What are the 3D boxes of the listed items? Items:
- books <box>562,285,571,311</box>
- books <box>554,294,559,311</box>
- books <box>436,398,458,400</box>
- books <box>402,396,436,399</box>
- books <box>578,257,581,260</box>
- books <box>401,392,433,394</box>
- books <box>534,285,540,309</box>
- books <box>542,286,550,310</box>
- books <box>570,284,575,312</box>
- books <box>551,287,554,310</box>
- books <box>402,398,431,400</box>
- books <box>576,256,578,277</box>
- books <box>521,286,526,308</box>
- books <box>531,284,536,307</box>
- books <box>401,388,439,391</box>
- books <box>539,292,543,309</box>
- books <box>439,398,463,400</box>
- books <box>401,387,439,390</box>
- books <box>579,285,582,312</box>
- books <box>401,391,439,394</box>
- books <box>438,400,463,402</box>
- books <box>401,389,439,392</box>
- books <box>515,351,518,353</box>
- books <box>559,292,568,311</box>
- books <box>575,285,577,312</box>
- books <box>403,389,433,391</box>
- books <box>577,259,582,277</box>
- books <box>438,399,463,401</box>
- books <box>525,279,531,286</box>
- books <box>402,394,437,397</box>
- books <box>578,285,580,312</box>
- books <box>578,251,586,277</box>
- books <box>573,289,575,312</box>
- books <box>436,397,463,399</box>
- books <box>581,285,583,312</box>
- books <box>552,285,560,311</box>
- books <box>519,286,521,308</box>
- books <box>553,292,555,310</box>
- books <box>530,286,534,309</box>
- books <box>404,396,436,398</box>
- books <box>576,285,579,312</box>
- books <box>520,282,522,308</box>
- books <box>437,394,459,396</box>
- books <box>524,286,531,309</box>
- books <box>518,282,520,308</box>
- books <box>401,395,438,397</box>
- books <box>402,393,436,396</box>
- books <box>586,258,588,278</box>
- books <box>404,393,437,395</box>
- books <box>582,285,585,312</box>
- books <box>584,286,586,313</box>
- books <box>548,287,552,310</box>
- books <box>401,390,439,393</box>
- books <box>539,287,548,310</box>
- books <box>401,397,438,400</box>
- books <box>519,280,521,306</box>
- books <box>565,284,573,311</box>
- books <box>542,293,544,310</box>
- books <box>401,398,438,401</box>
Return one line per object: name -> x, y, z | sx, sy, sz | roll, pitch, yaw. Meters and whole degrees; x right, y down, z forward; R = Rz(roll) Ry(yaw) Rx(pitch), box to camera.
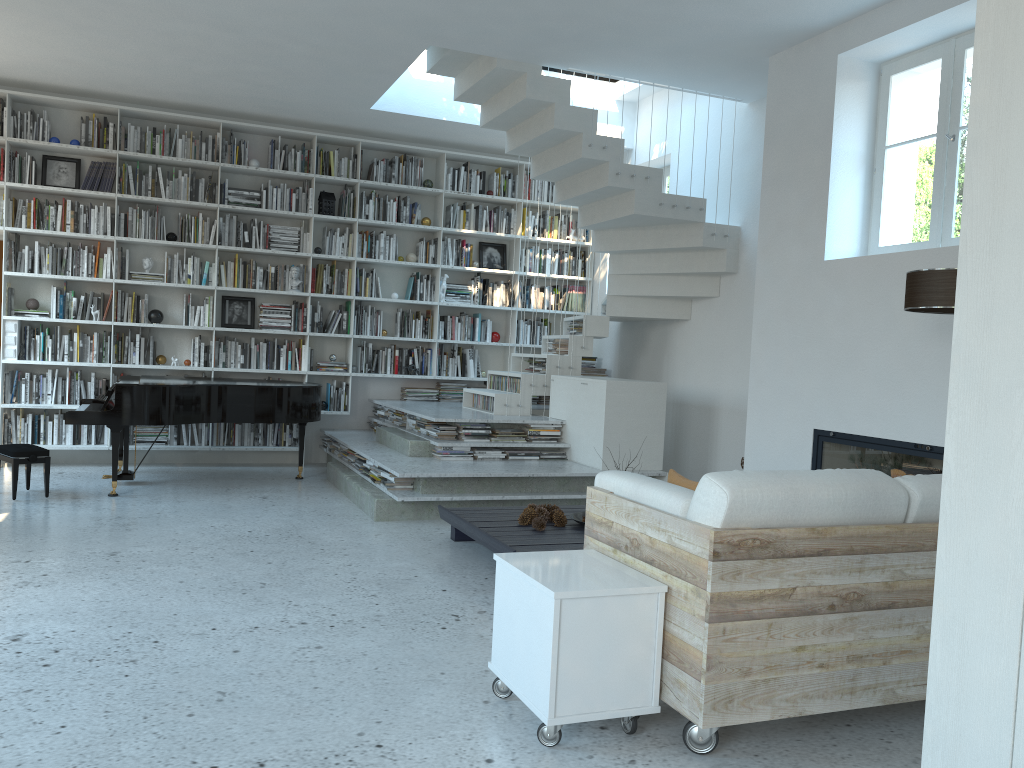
books -> 0.558, -0.914, 9.486 | 0.072, 0.292, 0.169 | 2, 3, -22
books -> 0.447, -0.863, 9.427 | 0.024, 0.181, 0.190 | 2, 3, -22
books -> -0.633, 0.156, 9.100 | 0.254, 0.007, 0.160 | 2, 2, -22
books -> -0.940, 0.136, 8.966 | 0.308, 0.008, 0.195 | 2, 2, -18
books -> 0.703, -1.249, 9.554 | 0.024, 0.230, 0.130 | 2, 3, -22
books -> -0.935, 0.091, 8.968 | 0.346, 0.007, 0.193 | 2, 2, -25
books -> 0.244, -0.911, 9.353 | 0.056, 0.261, 0.176 | 2, 3, -22
books -> 0.346, -0.907, 9.411 | 0.029, 0.259, 0.171 | 2, 3, -22
books -> 0.621, -0.914, 9.496 | 0.018, 0.293, 0.169 | 2, 3, -22
books -> 0.399, -0.900, 9.445 | 0.025, 0.249, 0.133 | 2, 3, -22
books -> -0.941, 0.151, 8.967 | 0.308, 0.008, 0.195 | 2, 2, -26
books -> 0.667, -1.276, 9.518 | 0.013, 0.283, 0.149 | 2, 3, -22
books -> 0.099, -0.905, 9.328 | 0.066, 0.237, 0.144 | 2, 3, -22
books -> 0.203, -0.915, 9.350 | 0.022, 0.265, 0.157 | 2, 3, -22
books -> -0.934, 0.053, 8.969 | 0.346, 0.007, 0.193 | 2, 2, -24
books -> 0.278, -0.874, 9.370 | 0.023, 0.189, 0.169 | 2, 3, -22
books -> -0.632, 0.149, 9.097 | 0.254, 0.007, 0.160 | 2, 2, -21
books -> -0.934, 0.046, 8.968 | 0.346, 0.007, 0.193 | 2, 2, -20
books -> 0.702, -0.911, 9.538 | 0.018, 0.293, 0.169 | 2, 3, -22
books -> -0.936, 0.083, 8.970 | 0.346, 0.007, 0.193 | 2, 2, -20
books -> -0.634, 0.169, 9.101 | 0.285, 0.007, 0.159 | 2, 2, -22
books -> -0.935, 0.068, 8.969 | 0.346, 0.007, 0.193 | 2, 2, -20
books -> 0.020, -0.200, 9.252 | 0.011, 0.293, 0.144 | 2, 3, -22
books -> 0.519, -0.876, 9.472 | 0.088, 0.217, 0.167 | 2, 3, -22
books -> 0.649, -0.913, 9.523 | 0.018, 0.293, 0.169 | 2, 3, -22
books -> -0.934, 0.061, 8.969 | 0.308, 0.008, 0.195 | 2, 2, -20
books -> 0.690, -1.230, 9.513 | 0.029, 0.195, 0.192 | 2, 3, -22
books -> -0.630, 0.163, 9.092 | 0.254, 0.007, 0.160 | 2, 2, -18
books -> 0.161, -0.945, 9.340 | 0.012, 0.322, 0.141 | 2, 3, -22
books -> -0.937, 0.113, 8.963 | 0.308, 0.008, 0.195 | 2, 2, -27
books -> 0.683, -0.912, 9.536 | 0.018, 0.293, 0.169 | 2, 3, -22
books -> 0.742, -1.277, 9.535 | 0.042, 0.292, 0.186 | 2, 3, -22
books -> 0.632, -0.914, 9.516 | 0.018, 0.293, 0.169 | 2, 3, -22
books -> -0.629, 0.142, 9.091 | 0.285, 0.007, 0.159 | 2, 2, -26
books -> 0.717, -0.911, 9.550 | 0.018, 0.293, 0.169 | 2, 3, -22
books -> 0.463, -0.912, 9.459 | 0.026, 0.278, 0.169 | 2, 3, -22
books -> 0.058, -0.907, 9.301 | 0.010, 0.239, 0.147 | 2, 3, -22
books -> 0.415, -0.879, 9.456 | 0.014, 0.207, 0.138 | 2, 3, -22
books -> 0.185, -0.905, 9.331 | 0.026, 0.246, 0.180 | 2, 3, -22
books -> -0.942, 0.128, 8.970 | 0.308, 0.008, 0.195 | 2, 2, -20
books -> 0.668, -0.912, 9.526 | 0.018, 0.293, 0.169 | 2, 3, -22
books -> 0.064, -0.927, 9.313 | 0.010, 0.279, 0.147 | 2, 3, -22
books -> -0.626, 0.115, 9.090 | 0.254, 0.007, 0.160 | 2, 2, -26
books -> 0.150, -0.905, 9.319 | 0.022, 0.243, 0.170 | 2, 3, -22
books -> 0.039, -0.927, 9.276 | 0.025, 0.277, 0.160 | 2, 3, -22
books -> -0.940, 0.121, 8.971 | 0.346, 0.007, 0.193 | 2, 2, -24
books -> -0.941, 0.105, 8.975 | 0.308, 0.008, 0.195 | 2, 2, -22
books -> 0.769, -1.240, 9.550 | 0.021, 0.219, 0.184 | 2, 3, -22
books -> -0.933, 0.098, 8.963 | 0.308, 0.008, 0.195 | 2, 2, -17
books -> 0.737, -0.909, 9.547 | 0.018, 0.293, 0.169 | 2, 3, -22
books -> 0.750, -0.909, 9.563 | 0.018, 0.293, 0.169 | 2, 3, -22
books -> 0.383, -0.903, 9.435 | 0.012, 0.254, 0.160 | 2, 3, -22
books -> -0.932, 0.076, 8.962 | 0.346, 0.007, 0.193 | 2, 2, -27
books -> 0.326, -0.901, 9.393 | 0.022, 0.247, 0.181 | 2, 3, -22
books -> -0.939, 0.143, 8.963 | 0.346, 0.007, 0.193 | 2, 2, -17
books -> 0.050, -0.935, 9.296 | 0.010, 0.293, 0.164 | 2, 3, -22
books -> 0.593, -0.915, 9.500 | 0.033, 0.294, 0.169 | 2, 3, -22
books -> 0.294, -0.871, 9.400 | 0.030, 0.184, 0.137 | 2, 3, -22
books -> -0.941, 0.158, 8.966 | 0.346, 0.007, 0.193 | 2, 2, -18
